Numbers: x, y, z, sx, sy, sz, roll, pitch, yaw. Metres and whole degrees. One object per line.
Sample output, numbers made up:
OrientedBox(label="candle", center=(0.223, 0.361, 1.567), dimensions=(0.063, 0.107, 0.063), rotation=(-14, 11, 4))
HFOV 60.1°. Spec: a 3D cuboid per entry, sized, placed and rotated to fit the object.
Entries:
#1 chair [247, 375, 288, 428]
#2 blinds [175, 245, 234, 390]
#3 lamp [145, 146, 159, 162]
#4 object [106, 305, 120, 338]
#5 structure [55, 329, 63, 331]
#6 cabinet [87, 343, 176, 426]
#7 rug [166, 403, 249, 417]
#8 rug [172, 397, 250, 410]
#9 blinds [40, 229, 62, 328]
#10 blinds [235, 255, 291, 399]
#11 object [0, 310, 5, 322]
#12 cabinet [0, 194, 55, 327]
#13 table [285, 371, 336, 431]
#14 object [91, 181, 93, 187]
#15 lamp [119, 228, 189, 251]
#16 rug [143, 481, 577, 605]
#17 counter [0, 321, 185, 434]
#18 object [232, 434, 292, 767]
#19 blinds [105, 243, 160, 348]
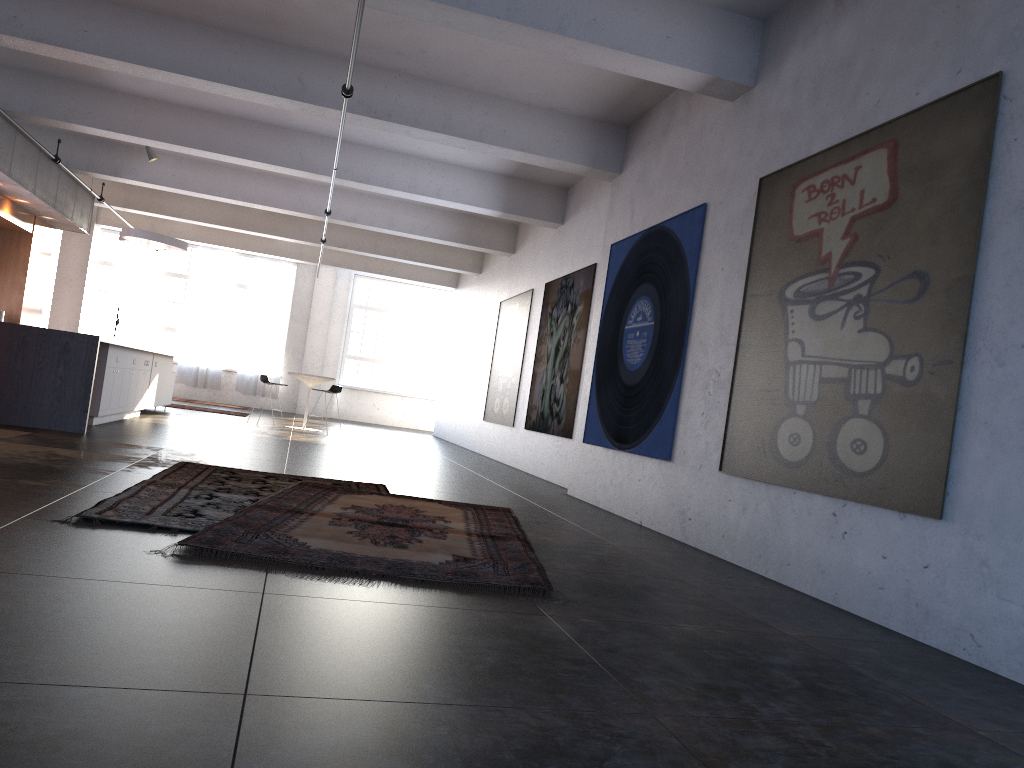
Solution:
OrientedBox(label="chair", center=(-4.090, 0.314, 14.917), dimensions=(0.516, 0.895, 0.454), rotation=(9, -1, -37))
OrientedBox(label="blinds", center=(-7.392, -1.731, 21.621), dimensions=(1.050, 3.696, 0.334), rotation=(9, -1, -18))
OrientedBox(label="lamp", center=(-5.220, -3.361, 12.806), dimensions=(0.226, 0.287, 0.129), rotation=(9, -1, -31))
OrientedBox(label="object", center=(-8.790, -0.795, 19.199), dimensions=(1.193, 1.919, 1.044), rotation=(8, -1, -15))
OrientedBox(label="structure", center=(-5.314, -0.589, 10.705), dimensions=(0.518, 0.072, 0.633), rotation=(9, -2, -14))
OrientedBox(label="cabinet", center=(-5.529, -0.046, 12.244), dimensions=(0.932, 0.930, 5.587), rotation=(8, -2, -13))
OrientedBox(label="rug", center=(-6.587, 0.398, 17.053), dimensions=(2.917, 0.029, 1.834), rotation=(9, -2, -15))
OrientedBox(label="rug", center=(-7.736, 0.356, 20.527), dimensions=(3.167, 0.009, 1.794), rotation=(9, -2, -16))
OrientedBox(label="blinds", center=(-10.486, -2.191, 20.785), dimensions=(1.038, 3.712, 0.311), rotation=(8, -1, -17))
OrientedBox(label="blinds", center=(-6.074, -1.536, 21.999), dimensions=(1.042, 3.750, 0.338), rotation=(8, -1, -17))
OrientedBox(label="object", center=(-7.555, -1.001, 12.989), dimensions=(0.186, 0.170, 0.194), rotation=(7, -2, 34))
OrientedBox(label="cabinet", center=(-7.807, -1.446, 10.134), dimensions=(2.406, 2.561, 8.018), rotation=(8, -2, -14))
OrientedBox(label="table", center=(-3.550, 0.316, 15.398), dimensions=(0.838, 0.951, 0.820), rotation=(9, -1, -14))
OrientedBox(label="object", center=(-7.259, -1.055, 11.106), dimensions=(0.057, 0.060, 0.053), rotation=(8, -1, 9))
OrientedBox(label="lamp", center=(-5.895, -2.328, 14.268), dimensions=(1.058, 0.130, 1.028), rotation=(7, -2, 32))
OrientedBox(label="rug", center=(-0.717, 0.848, 5.359), dimensions=(1.884, 0.048, 3.509), rotation=(8, -2, -4))
OrientedBox(label="counter", center=(-5.395, -0.075, 11.653), dimensions=(1.155, 0.971, 6.584), rotation=(9, -2, -13))
OrientedBox(label="object", center=(-5.705, 0.411, 8.471), dimensions=(19.967, 0.001, 26.907), rotation=(9, -2, -14))
OrientedBox(label="blinds", center=(-9.033, -1.969, 21.166), dimensions=(1.044, 3.673, 0.357), rotation=(8, -1, -16))
